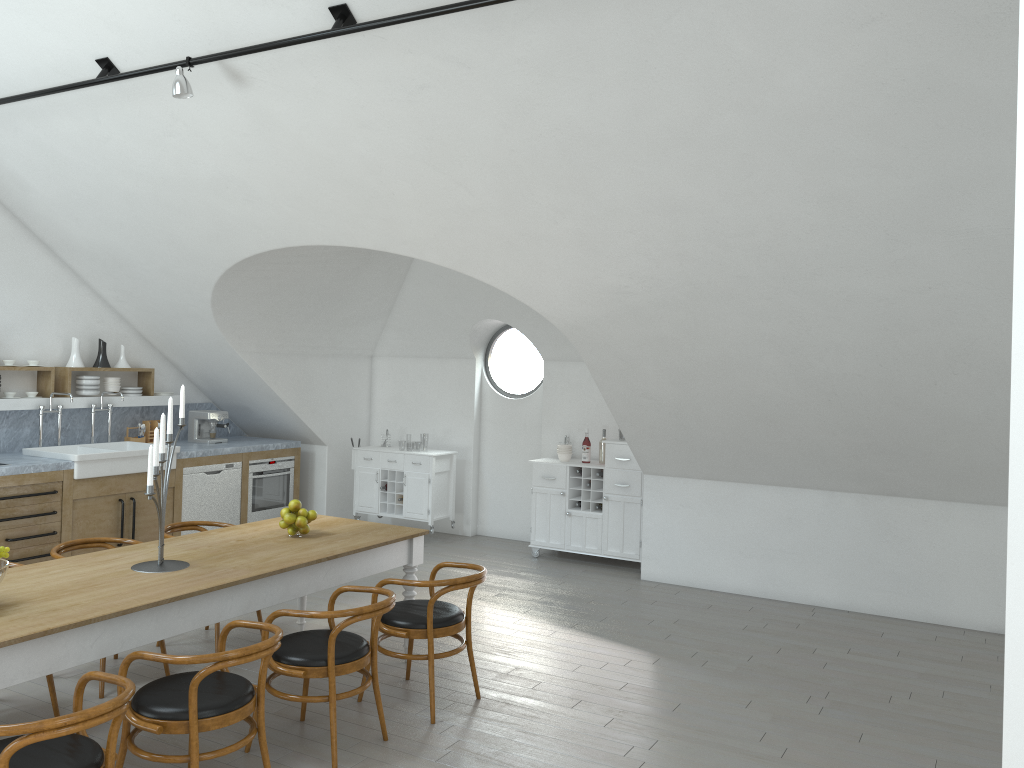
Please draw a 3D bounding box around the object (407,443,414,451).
[{"bbox_3d":[-1.049,0.651,9.142,0.077,0.085,0.077,2,0,17],"label":"object"}]

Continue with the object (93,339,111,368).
[{"bbox_3d":[-3.774,-0.284,8.164,0.156,0.268,0.156,2,0,34],"label":"object"}]

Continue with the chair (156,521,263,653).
[{"bbox_3d":[-1.938,1.282,5.649,0.621,0.735,0.527,2,0,26],"label":"chair"}]

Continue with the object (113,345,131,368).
[{"bbox_3d":[-3.673,-0.261,8.364,0.156,0.218,0.156,2,0,11],"label":"object"}]

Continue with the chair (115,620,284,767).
[{"bbox_3d":[-1.229,1.346,3.530,0.621,0.735,0.527,2,0,29],"label":"chair"}]

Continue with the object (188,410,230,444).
[{"bbox_3d":[-2.984,0.431,8.876,0.387,0.320,0.324,2,0,29],"label":"object"}]

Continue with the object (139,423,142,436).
[{"bbox_3d":[-3.560,0.474,8.473,0.040,0.192,0.042,2,0,-23],"label":"object"}]

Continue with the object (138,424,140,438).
[{"bbox_3d":[-3.554,0.478,8.447,0.019,0.196,0.022,1,-1,18],"label":"object"}]

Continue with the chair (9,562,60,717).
[{"bbox_3d":[-2.605,1.290,4.359,0.621,0.735,0.527,2,0,26],"label":"chair"}]

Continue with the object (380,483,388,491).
[{"bbox_3d":[-1.263,1.070,9.206,0.082,0.085,0.317,2,1,30],"label":"object"}]

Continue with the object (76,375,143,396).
[{"bbox_3d":[-3.729,0.020,8.226,0.198,0.196,0.656,2,1,29],"label":"object"}]

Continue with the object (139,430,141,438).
[{"bbox_3d":[-3.541,0.488,8.433,0.019,0.179,0.044,2,0,-6],"label":"object"}]

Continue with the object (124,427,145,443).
[{"bbox_3d":[-3.585,0.492,8.431,0.100,0.171,0.173,2,0,31],"label":"object"}]

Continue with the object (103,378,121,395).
[{"bbox_3d":[-3.708,0.019,8.215,0.158,0.160,0.154,1,0,-33],"label":"object"}]

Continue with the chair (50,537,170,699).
[{"bbox_3d":[-2.301,1.285,5.024,0.621,0.735,0.527,2,0,32],"label":"chair"}]

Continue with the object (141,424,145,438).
[{"bbox_3d":[-3.517,0.476,8.449,0.040,0.192,0.042,2,0,-24],"label":"object"}]

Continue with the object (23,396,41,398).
[{"bbox_3d":[-4.113,0.116,7.590,0.164,0.012,0.164,0,2,-43],"label":"object"}]

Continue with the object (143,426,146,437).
[{"bbox_3d":[-3.518,0.488,8.464,0.044,0.179,0.019,1,0,14],"label":"object"}]

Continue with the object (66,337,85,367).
[{"bbox_3d":[-3.906,-0.283,7.936,0.156,0.268,0.156,2,0,18],"label":"object"}]

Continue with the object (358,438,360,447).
[{"bbox_3d":[-1.629,0.708,9.414,0.029,0.269,0.088,2,0,-34],"label":"object"}]

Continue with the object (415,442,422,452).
[{"bbox_3d":[-0.966,0.647,9.136,0.071,0.098,0.071,2,0,-37],"label":"object"}]

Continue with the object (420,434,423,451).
[{"bbox_3d":[-0.926,0.607,9.194,0.054,0.179,0.054,2,0,7],"label":"object"}]

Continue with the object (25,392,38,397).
[{"bbox_3d":[-4.112,0.092,7.590,0.098,0.048,0.098,2,1,27],"label":"object"}]

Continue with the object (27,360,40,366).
[{"bbox_3d":[-4.102,-0.176,7.598,0.098,0.048,0.098,2,1,27],"label":"object"}]

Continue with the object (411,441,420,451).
[{"bbox_3d":[-1.000,0.647,9.221,0.094,0.093,0.093,2,0,17],"label":"object"}]

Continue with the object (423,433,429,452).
[{"bbox_3d":[-0.892,0.605,9.140,0.063,0.187,0.063,2,0,15],"label":"object"}]

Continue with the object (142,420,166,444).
[{"bbox_3d":[-3.485,0.465,8.631,0.104,0.223,0.200,1,0,29],"label":"object"}]

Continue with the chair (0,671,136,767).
[{"bbox_3d":[-1.549,1.351,2.876,0.621,0.735,0.527,2,0,33],"label":"chair"}]

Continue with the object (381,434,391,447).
[{"bbox_3d":[-1.357,0.612,9.543,0.101,0.138,0.067,2,0,29],"label":"object"}]

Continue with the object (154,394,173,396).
[{"bbox_3d":[-3.450,0.107,8.750,0.213,0.025,0.213,2,1,17],"label":"object"}]

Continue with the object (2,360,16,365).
[{"bbox_3d":[-4.207,-0.175,7.411,0.098,0.048,0.098,2,1,27],"label":"object"}]

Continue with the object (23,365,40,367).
[{"bbox_3d":[-4.102,-0.152,7.598,0.164,0.012,0.164,0,2,-43],"label":"object"}]

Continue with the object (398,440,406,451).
[{"bbox_3d":[-1.135,0.639,9.149,0.082,0.105,0.081,2,0,43],"label":"object"}]

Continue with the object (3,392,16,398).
[{"bbox_3d":[-4.206,0.093,7.422,0.098,0.048,0.098,2,1,27],"label":"object"}]

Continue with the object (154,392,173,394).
[{"bbox_3d":[-3.449,0.098,8.750,0.213,0.025,0.213,2,1,17],"label":"object"}]

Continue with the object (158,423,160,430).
[{"bbox_3d":[-3.435,0.474,8.642,0.040,0.192,0.042,2,0,-10],"label":"object"}]

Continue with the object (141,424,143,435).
[{"bbox_3d":[-3.534,0.478,8.458,0.023,0.196,0.018,1,-1,24],"label":"object"}]

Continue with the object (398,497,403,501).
[{"bbox_3d":[-1.074,1.180,9.140,0.082,0.083,0.317,2,1,29],"label":"object"}]

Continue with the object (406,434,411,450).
[{"bbox_3d":[-1.073,0.608,9.204,0.048,0.169,0.048,1,0,17],"label":"object"}]

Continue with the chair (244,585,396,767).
[{"bbox_3d":[-0.859,1.343,4.157,0.621,0.735,0.527,2,0,24],"label":"chair"}]

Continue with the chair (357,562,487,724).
[{"bbox_3d":[-0.446,1.342,4.754,0.621,0.735,0.527,2,0,32],"label":"chair"}]

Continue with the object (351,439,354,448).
[{"bbox_3d":[-1.677,0.706,9.441,0.088,0.269,0.029,2,0,3],"label":"object"}]
